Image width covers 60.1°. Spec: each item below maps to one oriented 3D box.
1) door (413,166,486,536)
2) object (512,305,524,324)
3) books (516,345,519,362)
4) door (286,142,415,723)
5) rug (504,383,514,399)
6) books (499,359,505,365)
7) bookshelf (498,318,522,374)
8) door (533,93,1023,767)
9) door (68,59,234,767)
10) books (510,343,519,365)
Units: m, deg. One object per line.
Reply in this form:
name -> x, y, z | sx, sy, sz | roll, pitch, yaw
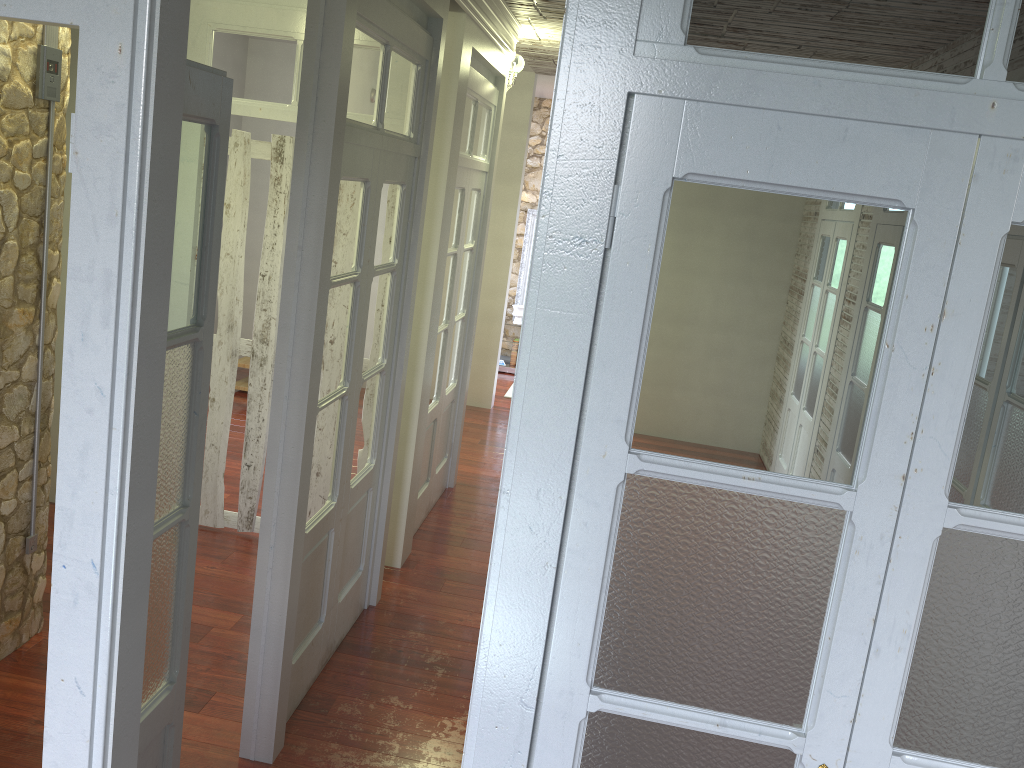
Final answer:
door -> -0.389, -0.220, 5.203 | 0.041, 2.067, 1.086 | 9, 10, 6
object -> 0.075, -0.760, 9.724 | 0.173, 0.191, 0.172 | 9, 11, 7
books -> 0.095, -0.329, 9.907 | 0.057, 0.227, 0.191 | 9, 11, 6
door -> -0.641, 0.137, 3.450 | 0.041, 2.067, 1.086 | 9, 10, 6
rug -> 0.518, 0.102, 9.064 | 1.069, 0.016, 1.078 | 9, 13, 7
books -> -0.206, -0.263, 9.890 | 0.223, 0.028, 0.309 | 5, 13, -13
bookshelf -> 0.362, -0.361, 9.819 | 1.401, 0.545, 0.404 | 9, 11, 7
door -> 0.549, 0.682, 1.499 | 1.058, 2.160, 0.041 | 9, 10, 7
door -> -1.259, 0.381, 1.761 | 1.186, 2.162, 0.487 | 4, 10, -19
books -> 0.038, -0.358, 9.924 | 0.066, 0.261, 0.199 | 9, 11, 6
